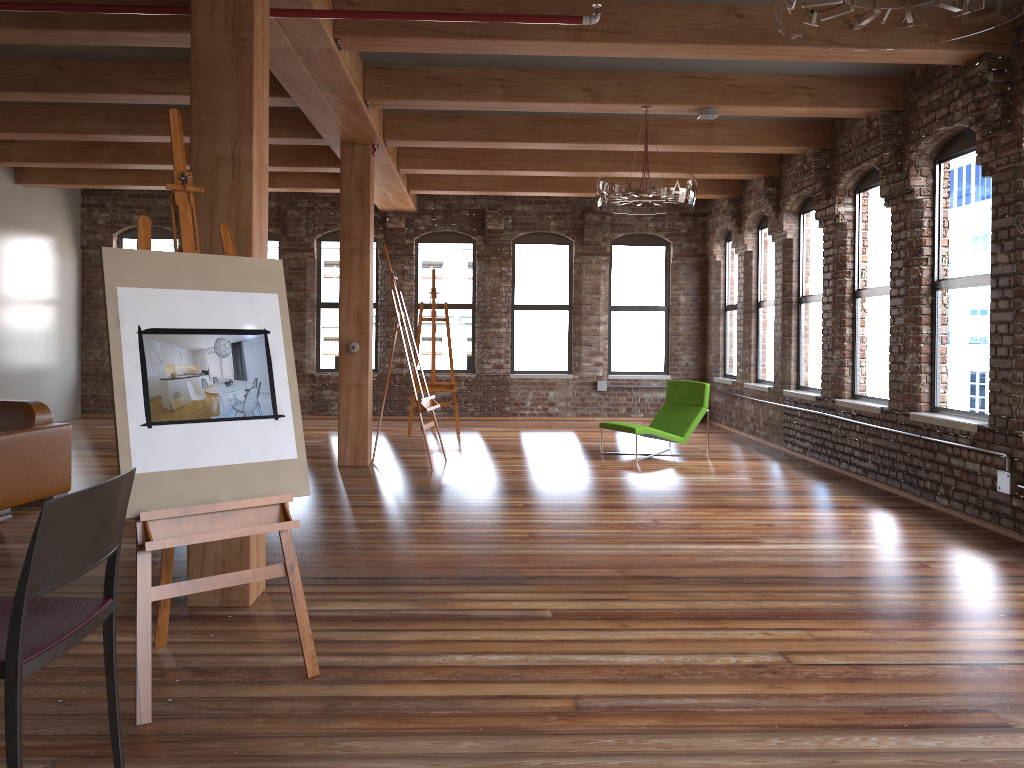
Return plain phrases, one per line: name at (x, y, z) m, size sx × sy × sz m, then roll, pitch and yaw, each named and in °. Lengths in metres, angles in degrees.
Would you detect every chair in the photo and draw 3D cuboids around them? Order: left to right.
chair at (-3.934, 0.509, 6.421) m, size 1.064 × 0.735 × 0.831 m, roll 1°, pitch 2°, yaw 8°
chair at (-1.001, 0.674, 1.664) m, size 0.466 × 0.981 × 0.430 m, roll 1°, pitch 1°, yaw -2°
chair at (1.516, 0.368, 9.463) m, size 0.956 × 0.796 × 0.681 m, roll 0°, pitch 2°, yaw -27°

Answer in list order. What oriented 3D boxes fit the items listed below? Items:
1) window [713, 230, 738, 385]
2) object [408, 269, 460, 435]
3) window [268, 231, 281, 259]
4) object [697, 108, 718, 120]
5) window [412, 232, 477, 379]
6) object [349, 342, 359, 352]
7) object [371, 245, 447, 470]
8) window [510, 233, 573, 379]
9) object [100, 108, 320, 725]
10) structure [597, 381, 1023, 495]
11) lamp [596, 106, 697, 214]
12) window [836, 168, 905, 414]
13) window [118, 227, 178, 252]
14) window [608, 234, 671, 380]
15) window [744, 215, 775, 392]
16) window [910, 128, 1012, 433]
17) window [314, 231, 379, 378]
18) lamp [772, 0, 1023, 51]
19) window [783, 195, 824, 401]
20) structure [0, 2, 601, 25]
window at (3.092, -1.119, 12.482) m, size 0.232 × 2.214 × 0.969 m, roll 1°, pitch 1°, yaw -2°
object at (-1.016, -0.441, 11.498) m, size 0.662 × 2.140 × 0.685 m, roll 0°, pitch 1°, yaw -7°
window at (-3.949, -1.261, 13.383) m, size 0.968 × 2.168 × 0.086 m, roll 1°, pitch 0°, yaw -2°
object at (1.597, -2.211, 7.225) m, size 0.145 × 0.072 × 0.147 m, roll 0°, pitch 3°, yaw -2°
window at (-1.014, -1.205, 13.429) m, size 0.968 × 2.226 × 0.221 m, roll 1°, pitch 0°, yaw -2°
object at (-1.507, -0.348, 8.432) m, size 0.095 × 0.095 × 0.061 m, roll 1°, pitch 1°, yaw -2°
object at (-1.024, -0.286, 8.642) m, size 0.685 × 2.140 × 0.662 m, roll 1°, pitch 1°, yaw 8°
window at (0.457, -1.198, 13.488) m, size 0.968 × 2.217 × 0.219 m, roll 1°, pitch 0°, yaw -2°
object at (-1.160, 0.003, 3.314) m, size 0.702 × 2.140 × 0.685 m, roll 0°, pitch 1°, yaw -42°
structure at (3.158, 0.492, 6.795) m, size 1.633 × 0.313 × 13.724 m, roll 0°, pitch 3°, yaw -9°
lamp at (1.086, -1.834, 7.171) m, size 0.810 × 0.814 × 0.809 m, roll 2°, pitch 2°, yaw 34°
window at (3.263, -0.876, 8.060) m, size 0.230 × 2.214 × 0.969 m, roll 1°, pitch 1°, yaw -2°
window at (-5.440, -1.273, 13.325) m, size 0.968 × 2.168 × 0.086 m, roll 1°, pitch 0°, yaw -2°
window at (1.942, -1.187, 13.546) m, size 0.968 × 2.217 × 0.219 m, roll 1°, pitch 0°, yaw -2°
window at (3.150, -1.037, 10.989) m, size 0.231 × 2.214 × 0.969 m, roll 1°, pitch 1°, yaw -2°
window at (3.323, -0.796, 6.593) m, size 0.236 × 2.214 × 0.969 m, roll 1°, pitch 1°, yaw -2°
window at (-2.478, -1.217, 13.373) m, size 0.968 × 2.226 × 0.221 m, roll 1°, pitch 0°, yaw -2°
lamp at (1.254, -1.596, 2.826) m, size 0.810 × 0.814 × 0.809 m, roll 2°, pitch 2°, yaw 40°
window at (3.207, -0.957, 9.522) m, size 0.233 × 2.214 × 0.969 m, roll 1°, pitch 1°, yaw -2°
structure at (-2.901, -2.095, 4.828) m, size 6.807 × 0.112 × 0.051 m, roll 0°, pitch 1°, yaw -2°
